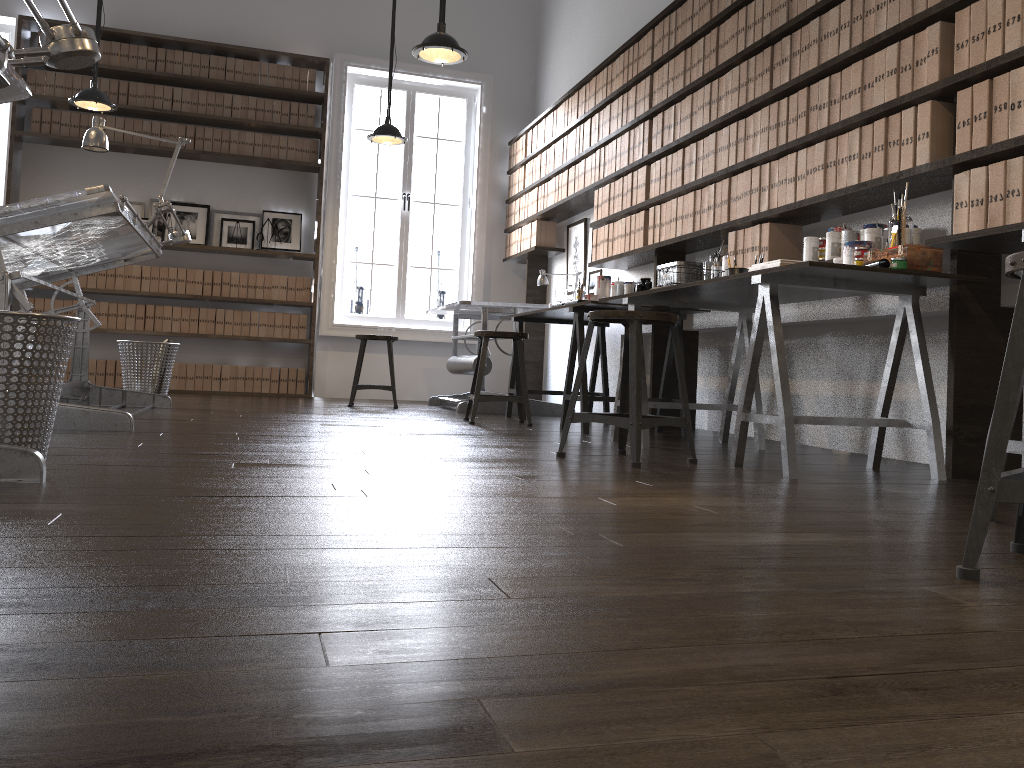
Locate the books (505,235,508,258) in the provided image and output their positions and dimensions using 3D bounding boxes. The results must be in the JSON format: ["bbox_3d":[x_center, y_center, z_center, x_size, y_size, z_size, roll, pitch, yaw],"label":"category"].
[{"bbox_3d":[0.030,-1.262,8.211,0.174,0.226,0.066,3,-2,-16],"label":"books"}]

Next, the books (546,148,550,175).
[{"bbox_3d":[0.371,-1.781,7.155,0.174,0.226,0.066,3,-2,-16],"label":"books"}]

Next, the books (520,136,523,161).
[{"bbox_3d":[0.163,-2.083,7.899,0.174,0.226,0.067,3,-2,-16],"label":"books"}]

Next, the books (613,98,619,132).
[{"bbox_3d":[0.762,-1.748,5.818,0.174,0.226,0.066,3,-2,-16],"label":"books"}]

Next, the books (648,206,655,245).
[{"bbox_3d":[0.895,-0.917,5.196,0.174,0.226,0.066,3,-2,-16],"label":"books"}]

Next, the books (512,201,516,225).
[{"bbox_3d":[0.095,-1.535,8.026,0.174,0.226,0.066,3,-2,-16],"label":"books"}]

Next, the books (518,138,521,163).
[{"bbox_3d":[0.147,-2.084,7.968,0.174,0.226,0.066,3,-2,-16],"label":"books"}]

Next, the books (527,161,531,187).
[{"bbox_3d":[0.226,-1.793,7.625,0.174,0.226,0.066,3,-2,-16],"label":"books"}]

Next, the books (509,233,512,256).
[{"bbox_3d":[0.072,-1.259,8.068,0.174,0.226,0.066,3,-2,-16],"label":"books"}]

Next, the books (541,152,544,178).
[{"bbox_3d":[0.332,-1.784,7.291,0.174,0.226,0.066,3,-2,-16],"label":"books"}]

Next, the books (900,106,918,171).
[{"bbox_3d":[1.491,-0.867,3.179,0.174,0.226,0.067,3,-2,-16],"label":"books"}]

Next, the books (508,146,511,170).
[{"bbox_3d":[0.062,-2.091,8.239,0.174,0.226,0.067,3,-2,-16],"label":"books"}]

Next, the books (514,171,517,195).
[{"bbox_3d":[0.115,-1.808,8.023,0.174,0.226,0.066,3,-2,-16],"label":"books"}]

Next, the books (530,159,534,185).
[{"bbox_3d":[0.247,-1.791,7.556,0.174,0.226,0.067,3,-2,-16],"label":"books"}]

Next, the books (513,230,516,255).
[{"bbox_3d":[0.102,-1.256,7.943,0.174,0.226,0.067,3,-2,-16],"label":"books"}]

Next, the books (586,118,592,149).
[{"bbox_3d":[0.623,-1.760,6.283,0.174,0.226,0.067,3,-2,-16],"label":"books"}]

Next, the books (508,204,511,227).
[{"bbox_3d":[0.059,-1.538,8.163,0.174,0.226,0.066,3,-2,-16],"label":"books"}]

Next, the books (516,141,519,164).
[{"bbox_3d":[0.129,-2.086,8.035,0.174,0.226,0.066,3,-2,-16],"label":"books"}]

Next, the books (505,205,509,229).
[{"bbox_3d":[0.035,-1.540,8.226,0.174,0.226,0.067,3,-2,-16],"label":"books"}]

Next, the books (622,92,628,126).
[{"bbox_3d":[0.804,-1.744,5.682,0.174,0.226,0.066,3,-2,-16],"label":"books"}]

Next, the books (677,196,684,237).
[{"bbox_3d":[0.999,-0.909,4.857,0.174,0.226,0.066,3,-2,-16],"label":"books"}]

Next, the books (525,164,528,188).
[{"bbox_3d":[0.209,-1.795,7.696,0.174,0.226,0.066,3,-2,-16],"label":"books"}]

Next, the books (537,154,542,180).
[{"bbox_3d":[0.305,-1.786,7.362,0.174,0.226,0.067,3,-2,-16],"label":"books"}]

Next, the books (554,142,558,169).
[{"bbox_3d":[0.428,-1.776,6.958,0.174,0.226,0.066,3,-2,-16],"label":"books"}]

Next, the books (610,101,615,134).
[{"bbox_3d":[0.746,-1.749,5.879,0.174,0.226,0.066,3,-2,-16],"label":"books"}]

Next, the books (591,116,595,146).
[{"bbox_3d":[0.650,-1.758,6.212,0.174,0.226,0.066,3,-2,-16],"label":"books"}]

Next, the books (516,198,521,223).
[{"bbox_3d":[0.136,-1.532,7.885,0.174,0.226,0.067,3,-2,-16],"label":"books"}]

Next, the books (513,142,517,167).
[{"bbox_3d":[0.106,-2.087,8.101,0.174,0.226,0.066,3,-2,-16],"label":"books"}]

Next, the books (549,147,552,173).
[{"bbox_3d":[0.391,-1.779,7.087,0.174,0.226,0.066,3,-2,-16],"label":"books"}]

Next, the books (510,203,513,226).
[{"bbox_3d":[0.079,-1.537,8.095,0.174,0.226,0.066,3,-2,-16],"label":"books"}]

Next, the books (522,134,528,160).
[{"bbox_3d":[0.186,-2.081,7.830,0.174,0.226,0.066,3,-2,-16],"label":"books"}]

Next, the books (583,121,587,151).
[{"bbox_3d":[0.607,-1.761,6.355,0.174,0.226,0.066,3,-2,-16],"label":"books"}]

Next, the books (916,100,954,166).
[{"bbox_3d":[1.515,-0.865,3.105,0.174,0.226,0.066,3,-2,-16],"label":"books"}]

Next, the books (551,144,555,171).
[{"bbox_3d":[0.405,-1.778,7.021,0.174,0.226,0.067,3,-2,-16],"label":"books"}]

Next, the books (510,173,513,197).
[{"bbox_3d":[0.073,-1.812,8.152,0.174,0.226,0.067,3,-2,-16],"label":"books"}]

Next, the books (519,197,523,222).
[{"bbox_3d":[0.162,-1.530,7.816,0.174,0.226,0.066,3,-2,-16],"label":"books"}]

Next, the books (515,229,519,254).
[{"bbox_3d":[0.122,-1.254,7.873,0.174,0.226,0.066,3,-2,-16],"label":"books"}]

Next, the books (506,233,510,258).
[{"bbox_3d":[0.046,-1.261,8.138,0.174,0.226,0.067,3,-2,-16],"label":"books"}]

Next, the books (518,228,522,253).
[{"bbox_3d":[0.146,-1.253,7.805,0.174,0.226,0.066,3,-2,-16],"label":"books"}]

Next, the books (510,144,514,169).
[{"bbox_3d":[0.082,-2.089,8.169,0.174,0.226,0.066,3,-2,-16],"label":"books"}]

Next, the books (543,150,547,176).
[{"bbox_3d":[0.347,-1.783,7.222,0.174,0.226,0.066,3,-2,-16],"label":"books"}]

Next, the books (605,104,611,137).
[{"bbox_3d":[0.722,-1.751,5.942,0.174,0.226,0.067,3,-2,-16],"label":"books"}]

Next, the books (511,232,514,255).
[{"bbox_3d":[0.088,-1.258,8.005,0.174,0.226,0.066,3,-2,-16],"label":"books"}]

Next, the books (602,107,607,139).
[{"bbox_3d":[0.709,-1.752,6.008,0.174,0.226,0.066,3,-2,-16],"label":"books"}]

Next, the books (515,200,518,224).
[{"bbox_3d":[0.120,-1.533,7.959,0.174,0.226,0.066,3,-2,-16],"label":"books"}]

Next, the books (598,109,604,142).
[{"bbox_3d":[0.689,-1.754,6.076,0.174,0.226,0.066,3,-2,-16],"label":"books"}]

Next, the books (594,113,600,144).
[{"bbox_3d":[0.665,-1.756,6.143,0.174,0.226,0.066,3,-2,-16],"label":"books"}]

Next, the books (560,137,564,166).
[{"bbox_3d":[0.463,-1.773,6.827,0.174,0.226,0.067,3,-2,-16],"label":"books"}]

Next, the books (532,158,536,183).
[{"bbox_3d":[0.269,-1.790,7.497,0.174,0.226,0.066,3,-2,-16],"label":"books"}]

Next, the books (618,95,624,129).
[{"bbox_3d":[0.781,-1.746,5.748,0.174,0.226,0.067,3,-2,-16],"label":"books"}]

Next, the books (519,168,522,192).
[{"bbox_3d":[0.154,-1.805,7.894,0.174,0.226,0.066,3,-2,-16],"label":"books"}]

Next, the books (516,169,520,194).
[{"bbox_3d":[0.129,-1.807,7.957,0.174,0.226,0.067,3,-2,-16],"label":"books"}]

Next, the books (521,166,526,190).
[{"bbox_3d":[0.174,-1.803,7.826,0.174,0.226,0.066,3,-2,-16],"label":"books"}]

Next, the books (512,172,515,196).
[{"bbox_3d":[0.096,-1.810,8.082,0.174,0.226,0.066,3,-2,-16],"label":"books"}]

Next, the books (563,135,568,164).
[{"bbox_3d":[0.487,-1.771,6.761,0.174,0.226,0.066,3,-2,-16],"label":"books"}]

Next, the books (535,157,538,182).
[{"bbox_3d":[0.290,-1.788,7.434,0.174,0.226,0.066,3,-2,-16],"label":"books"}]

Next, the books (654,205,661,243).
[{"bbox_3d":[0.919,-0.915,5.128,0.174,0.226,0.066,3,-2,-16],"label":"books"}]

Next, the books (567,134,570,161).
[{"bbox_3d":[0.508,-1.769,6.695,0.174,0.226,0.066,3,-2,-16],"label":"books"}]

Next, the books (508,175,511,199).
[{"bbox_3d":[0.057,-1.813,8.220,0.174,0.226,0.066,3,-2,-16],"label":"books"}]

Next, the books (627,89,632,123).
[{"bbox_3d":[0.826,-1.743,5.616,0.174,0.226,0.066,3,-2,-16],"label":"books"}]
